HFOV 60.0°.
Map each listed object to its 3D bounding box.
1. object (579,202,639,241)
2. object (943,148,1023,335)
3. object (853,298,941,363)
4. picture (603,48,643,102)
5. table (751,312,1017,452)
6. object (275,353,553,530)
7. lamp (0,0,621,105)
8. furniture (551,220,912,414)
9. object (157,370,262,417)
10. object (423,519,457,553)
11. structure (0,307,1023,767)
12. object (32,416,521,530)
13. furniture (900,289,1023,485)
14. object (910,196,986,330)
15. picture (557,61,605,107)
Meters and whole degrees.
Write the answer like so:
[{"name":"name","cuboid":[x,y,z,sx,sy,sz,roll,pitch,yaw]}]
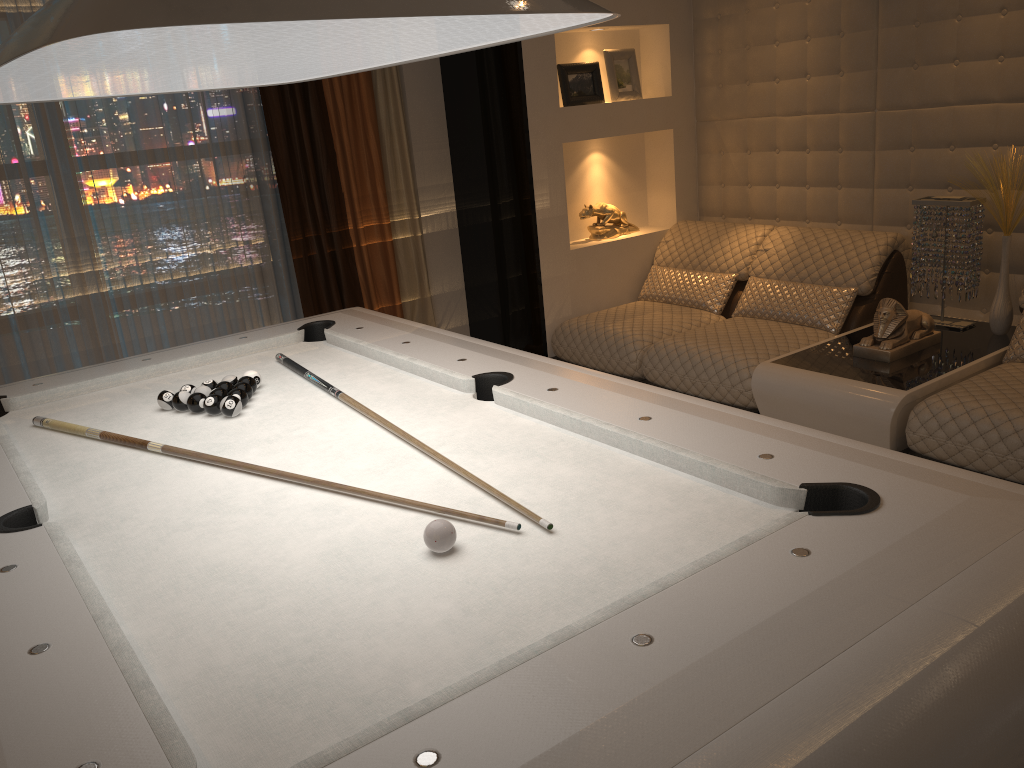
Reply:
[{"name":"object","cuboid":[0.524,-0.877,4.735,0.409,0.202,0.124,-16,20,-29]},{"name":"object","cuboid":[1.887,-0.520,3.343,0.388,0.718,0.390,-21,23,-41]},{"name":"object","cuboid":[1.478,-0.237,3.393,0.344,0.217,0.155,-17,21,-33]},{"name":"picture","cuboid":[0.562,-1.575,4.533,0.211,0.262,0.094,-17,21,-33]},{"name":"table","cuboid":[1.561,0.068,3.521,1.143,0.457,0.608,-17,21,-33]},{"name":"object","cuboid":[-0.344,0.080,2.208,0.028,0.026,1.605,-15,20,-28]},{"name":"lamp","cuboid":[-0.612,-1.106,1.644,0.939,0.995,1.578,-17,21,-32]},{"name":"furniture","cuboid":[0.992,-0.283,4.222,1.107,0.810,1.312,-17,21,-33]},{"name":"object","cuboid":[-0.801,0.020,2.493,0.299,0.057,0.265,4,20,29]},{"name":"object","cuboid":[-0.123,0.259,1.515,0.057,0.057,0.057,2,19,24]},{"name":"structure","cuboid":[-0.466,0.508,2.135,1.659,0.812,2.912,-17,21,-33]},{"name":"object","cuboid":[-0.649,0.175,1.997,1.605,0.026,0.028,6,21,34]},{"name":"furniture","cuboid":[2.106,0.077,2.717,1.107,0.810,1.312,-17,21,-33]},{"name":"object","cuboid":[1.770,-0.500,3.625,0.124,0.522,0.247,-17,21,-33]},{"name":"picture","cuboid":[0.335,-1.480,4.390,0.264,0.209,0.090,-17,21,-32]}]
